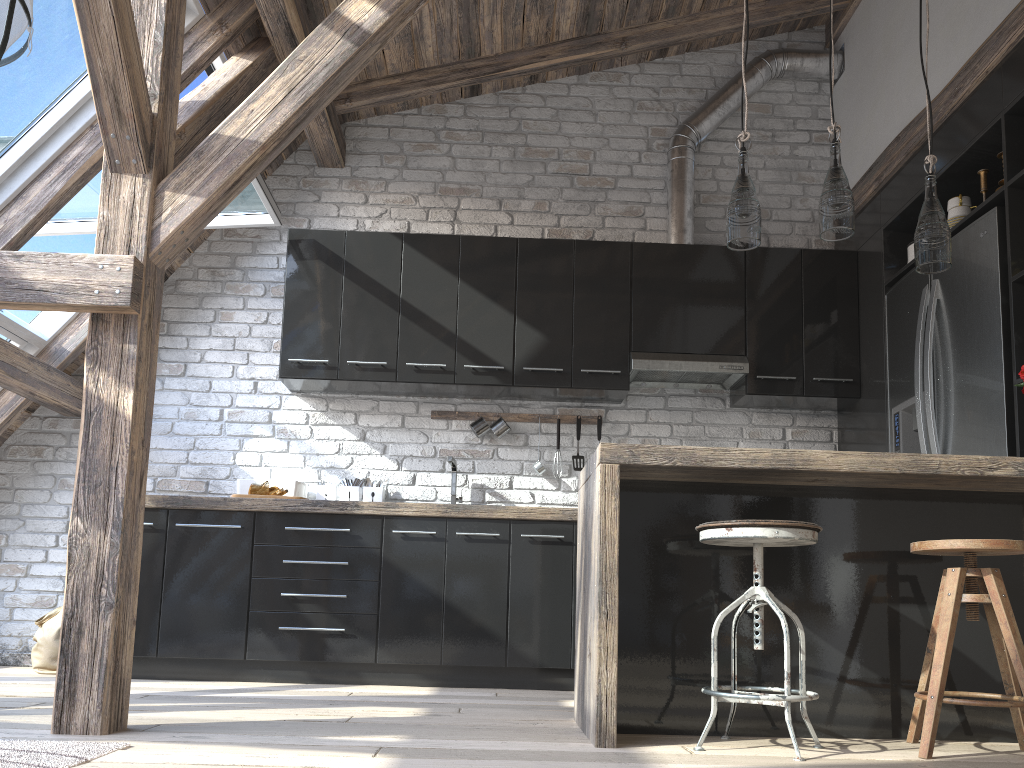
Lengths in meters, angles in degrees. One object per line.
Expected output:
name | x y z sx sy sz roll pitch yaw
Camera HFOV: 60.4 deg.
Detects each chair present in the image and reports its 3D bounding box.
chair | 1.319 0.752 2.513 0.341 0.584 0.347 -1 -10 18
chair | 0.704 0.715 2.511 0.355 0.624 0.359 -4 -11 32

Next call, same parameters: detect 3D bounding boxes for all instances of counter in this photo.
counter | -0.096 0.854 3.561 3.812 0.835 2.293 2 -14 -1

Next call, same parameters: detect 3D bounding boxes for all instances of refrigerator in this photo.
refrigerator | 2.147 0.391 3.690 0.852 1.885 0.961 2 -9 -1

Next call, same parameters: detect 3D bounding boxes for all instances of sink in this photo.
sink | -0.309 0.608 4.425 0.526 0.505 0.525 2 -11 -1

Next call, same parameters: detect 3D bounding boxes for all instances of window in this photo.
window | -2.888 0.223 3.908 1.096 1.252 0.873 2 -10 -1
window | -1.832 -1.132 3.173 1.096 1.252 0.873 2 -10 -1
window | -1.920 -0.902 4.084 1.520 1.252 0.873 2 -10 -1

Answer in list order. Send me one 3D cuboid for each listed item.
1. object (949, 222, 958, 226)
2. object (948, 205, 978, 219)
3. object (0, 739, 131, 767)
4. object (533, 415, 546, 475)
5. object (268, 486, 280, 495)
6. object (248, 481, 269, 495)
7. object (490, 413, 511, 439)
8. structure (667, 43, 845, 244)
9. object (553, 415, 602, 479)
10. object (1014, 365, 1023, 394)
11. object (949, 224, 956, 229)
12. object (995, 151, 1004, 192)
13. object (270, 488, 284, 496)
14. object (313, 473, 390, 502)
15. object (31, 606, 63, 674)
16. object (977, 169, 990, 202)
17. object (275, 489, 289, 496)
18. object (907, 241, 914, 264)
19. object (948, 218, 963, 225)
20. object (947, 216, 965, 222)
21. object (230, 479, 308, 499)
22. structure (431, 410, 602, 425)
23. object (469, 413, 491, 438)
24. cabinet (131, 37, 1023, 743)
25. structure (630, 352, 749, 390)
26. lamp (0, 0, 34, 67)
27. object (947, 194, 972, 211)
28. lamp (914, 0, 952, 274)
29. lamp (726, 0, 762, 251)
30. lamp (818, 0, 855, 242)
object | 1.918 -0.659 3.763 0.150 0.025 0.151 -10 -18 39
object | 1.923 -0.713 3.766 0.106 0.066 0.096 0 -12 9
object | -2.019 0.451 0.645 2.187 0.055 3.261 2 -14 -1
object | 0.148 0.327 4.724 0.071 0.320 0.067 2 -8 -1
object | -1.173 0.537 4.321 0.075 0.066 0.080 8 -13 -29
object | -1.224 0.508 4.248 0.090 0.086 0.088 7 -12 -24
object | -0.060 0.226 4.719 0.117 0.136 0.095 -1 -10 15
structure | 1.356 -1.290 4.932 0.983 1.260 0.173 2 -8 -1
object | 0.361 0.348 4.695 0.282 0.374 0.071 2 -8 -1
object | 1.727 0.067 2.770 0.252 0.407 0.317 -4 -12 31
object | 1.918 -0.647 3.762 0.149 0.022 0.152 -5 -16 25
object | 1.906 -0.819 3.384 0.096 0.169 0.097 6 -10 -27
object | -1.145 0.529 4.270 0.072 0.056 0.085 7 -13 -25
object | -0.839 0.574 4.628 0.405 0.197 0.150 2 -10 0
object | -2.212 1.224 4.341 0.393 0.382 0.344 -3 -12 24
object | 1.900 -0.776 3.540 0.059 0.164 0.060 4 -9 -16
object | -1.126 0.537 4.291 0.073 0.054 0.084 7 -13 -24
object | 1.957 -0.625 4.141 0.187 0.171 0.211 -7 -15 38
object | 1.918 -0.670 3.765 0.150 0.025 0.151 -10 -18 39
object | 1.918 -0.681 3.766 0.150 0.025 0.151 -10 -18 39
object | -1.200 0.545 4.424 0.382 0.131 0.603 5 -14 -12
structure | 0.027 0.175 4.751 0.932 0.045 0.083 2 -13 -1
object | -0.170 0.224 4.724 0.117 0.136 0.095 2 -10 1
cabinet | 0.129 0.073 3.741 4.214 2.461 2.137 2 -10 -1
structure | 0.905 -0.071 4.663 0.600 0.101 0.377 2 -14 -1
lamp | -0.875 -1.344 1.339 0.402 1.859 0.412 -5 -10 39
object | 1.920 -0.758 3.767 0.094 0.066 0.108 5 -13 -15
lamp | 1.349 -1.032 2.805 0.109 1.316 0.229 2 -8 1
lamp | 0.747 -1.079 2.793 0.108 1.264 0.229 2 -8 1
lamp | 1.038 -1.092 2.811 0.108 1.214 0.243 0 -8 11
